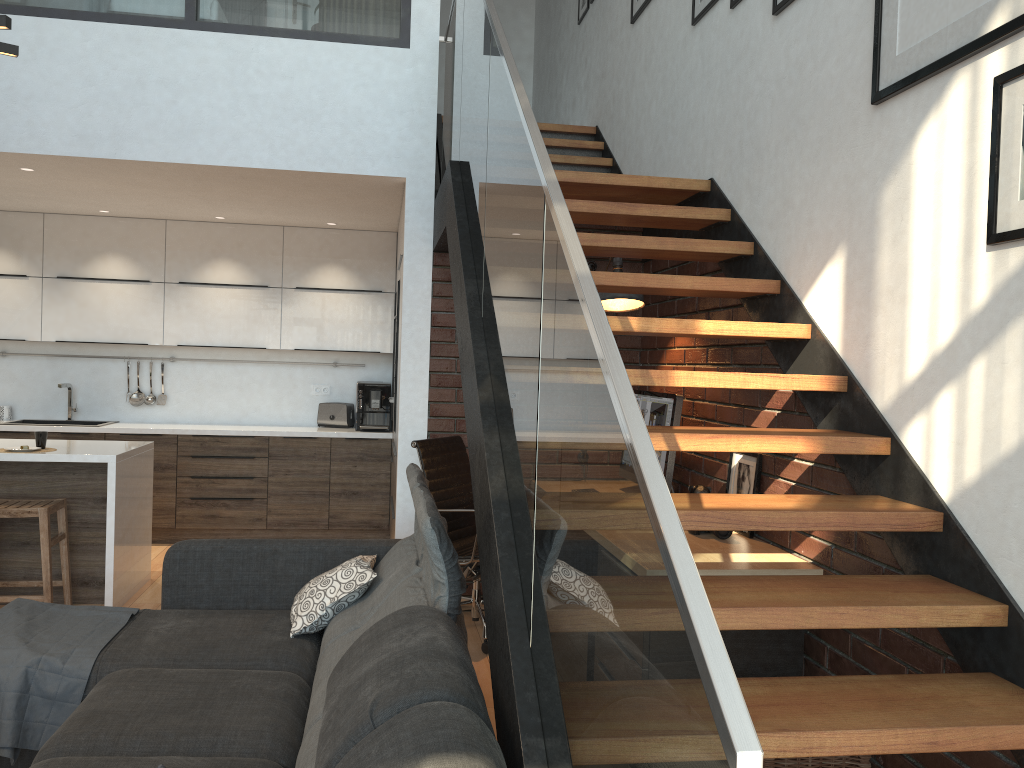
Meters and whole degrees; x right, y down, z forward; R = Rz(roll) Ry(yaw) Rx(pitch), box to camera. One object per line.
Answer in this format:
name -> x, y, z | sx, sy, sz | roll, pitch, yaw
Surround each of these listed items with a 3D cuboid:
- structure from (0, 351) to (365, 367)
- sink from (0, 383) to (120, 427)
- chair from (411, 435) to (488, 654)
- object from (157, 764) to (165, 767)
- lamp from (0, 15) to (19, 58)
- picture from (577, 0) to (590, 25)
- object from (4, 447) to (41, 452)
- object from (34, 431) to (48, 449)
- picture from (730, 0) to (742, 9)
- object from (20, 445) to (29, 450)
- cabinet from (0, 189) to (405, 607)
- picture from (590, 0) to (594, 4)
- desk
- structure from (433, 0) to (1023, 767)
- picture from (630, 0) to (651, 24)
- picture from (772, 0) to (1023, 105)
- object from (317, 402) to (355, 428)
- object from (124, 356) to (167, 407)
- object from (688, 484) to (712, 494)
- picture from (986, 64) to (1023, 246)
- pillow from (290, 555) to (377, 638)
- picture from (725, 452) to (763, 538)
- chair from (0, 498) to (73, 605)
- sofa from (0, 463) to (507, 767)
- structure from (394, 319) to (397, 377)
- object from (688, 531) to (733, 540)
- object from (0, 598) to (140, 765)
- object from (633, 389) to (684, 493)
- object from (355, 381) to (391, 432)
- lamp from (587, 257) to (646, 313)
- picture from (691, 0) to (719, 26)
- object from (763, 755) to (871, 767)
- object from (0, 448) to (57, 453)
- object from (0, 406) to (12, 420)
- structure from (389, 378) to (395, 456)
structure -> -2.673, -0.194, 6.964 | 3.000, 0.045, 0.050 | 2, 1, -9
sink -> -3.361, 0.259, 6.594 | 0.706, 0.518, 0.512 | 2, 1, -9
chair -> -0.149, 0.792, 4.621 | 0.700, 0.991, 0.651 | 2, 1, 26
object -> -0.582, 0.922, 1.722 | 0.411, 0.118, 0.905 | 1, 1, -33
lamp -> -1.715, -2.519, 2.040 | 1.200, 3.645, 0.831 | 2, 1, 1
picture -> 0.555, -3.007, 6.766 | 0.025, 0.410, 0.333 | 2, 1, -9
object -> -2.603, 0.348, 4.719 | 0.176, 0.014, 0.176 | 2, 1, -4
object -> -2.567, 0.307, 4.834 | 0.066, 0.093, 0.066 | 1, 2, -35
picture -> 0.990, -1.842, 3.671 | 0.022, 0.440, 0.358 | 2, 1, -9
object -> -2.872, 0.325, 4.685 | 0.597, 0.039, 0.064 | 2, 1, -12
cabinet -> -2.480, -0.013, 5.814 | 3.495, 2.401, 2.401 | 2, 1, -9
picture -> 0.616, -2.998, 6.359 | 0.025, 0.410, 0.333 | 2, 1, -9
desk -> 0.555, 0.951, 3.979 | 0.610, 0.750, 2.182 | 2, 1, -9
structure -> 0.386, -0.171, 3.647 | 1.289, 3.460, 5.660 | 2, 1, -9
picture -> 0.814, -2.679, 4.972 | 0.025, 0.990, 0.871 | 2, 1, -9
picture -> 1.156, -1.683, 2.531 | 0.028, 1.678, 1.785 | 2, 1, -9
object -> -1.402, 0.247, 7.065 | 0.260, 0.195, 0.177 | 2, 1, 12
object -> -2.865, -0.018, 6.932 | 0.320, 0.389, 0.069 | 2, 1, -7
object -> 0.777, 0.507, 3.790 | 0.149, 0.160, 0.252 | 2, 1, 1
picture -> 1.217, -0.537, 1.922 | 0.025, 0.410, 0.504 | 2, 1, -9
pillow -> -0.543, 0.774, 2.227 | 0.386, 0.364, 2.734 | 2, 1, -5
picture -> 0.927, 0.433, 3.578 | 0.049, 0.329, 0.279 | 2, 1, -9
chair -> -2.556, 0.912, 4.582 | 0.450, 0.600, 0.350 | 2, 1, -11
sofa -> -1.124, 0.818, 2.033 | 2.108, 0.995, 3.169 | 2, 1, -8
structure -> -0.605, -0.248, 6.374 | 0.459, 0.430, 0.595 | 2, 1, -9
object -> 0.784, 0.536, 3.467 | 0.149, 0.119, 0.166 | 2, 1, -11
object -> -1.614, 0.984, 2.991 | 0.548, 0.369, 0.685 | 2, 1, -1
object -> 0.577, 0.301, 4.347 | 0.431, 0.535, 0.716 | 2, 1, -9
object -> -1.083, 0.170, 6.960 | 0.274, 0.378, 0.532 | 2, 1, -9
lamp -> 0.546, 0.310, 4.591 | 0.462, 2.003, 1.054 | 1, 1, -25
picture -> 0.923, -1.910, 4.126 | 0.025, 0.333, 0.410 | 2, 1, -9
object -> 0.871, 1.201, 2.741 | 0.330, 0.323, 0.330 | 2, 1, -5
object -> -2.613, 0.355, 4.761 | 0.304, 0.002, 0.304 | 2, 1, 24
object -> -3.963, 0.216, 6.741 | 0.297, 0.105, 0.112 | 2, 1, -7
structure -> -0.639, 0.252, 6.382 | 0.495, 0.570, 0.595 | 2, 1, -9
